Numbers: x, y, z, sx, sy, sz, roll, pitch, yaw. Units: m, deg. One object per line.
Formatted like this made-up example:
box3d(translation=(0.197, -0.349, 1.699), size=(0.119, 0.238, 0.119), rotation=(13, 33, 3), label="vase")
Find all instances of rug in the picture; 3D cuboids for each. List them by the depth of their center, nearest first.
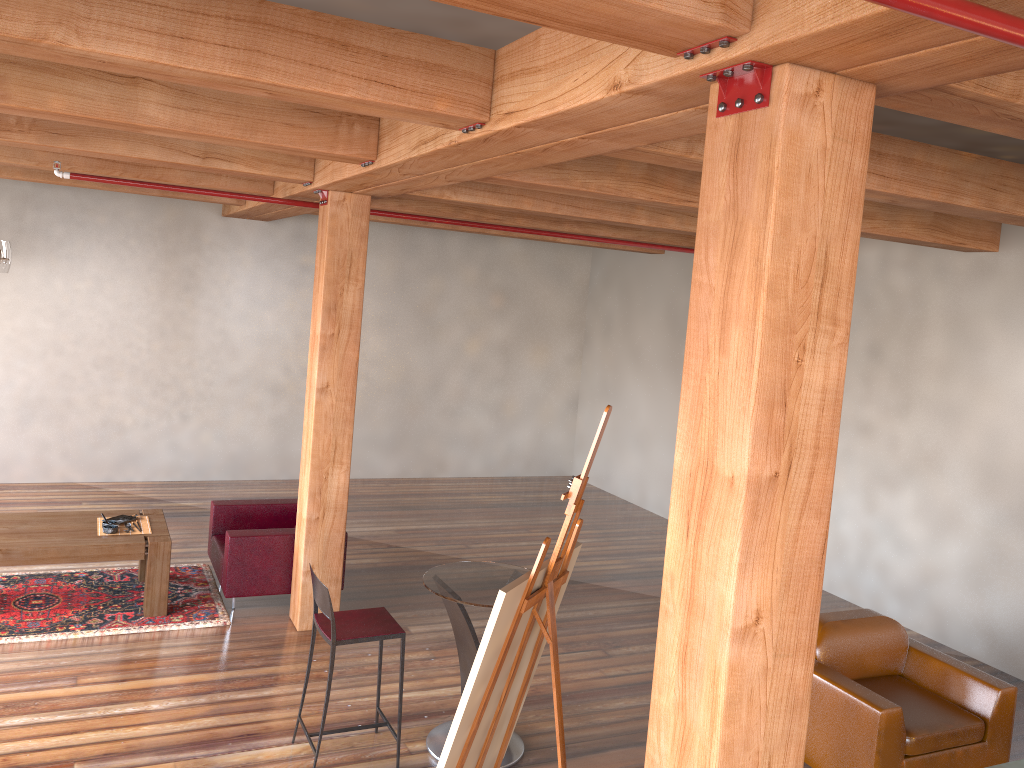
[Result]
box3d(translation=(-3.374, 1.562, 6.298), size=(2.460, 0.009, 1.349), rotation=(2, 6, -26), label="rug")

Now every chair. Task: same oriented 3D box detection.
box3d(translation=(-0.833, 1.463, 4.611), size=(0.466, 0.979, 0.431), rotation=(3, 4, -26), label="chair")
box3d(translation=(2.136, 1.798, 5.048), size=(1.063, 0.733, 0.834), rotation=(3, 5, -26), label="chair")
box3d(translation=(-1.872, 1.325, 6.963), size=(0.865, 0.591, 1.075), rotation=(3, 6, -26), label="chair")

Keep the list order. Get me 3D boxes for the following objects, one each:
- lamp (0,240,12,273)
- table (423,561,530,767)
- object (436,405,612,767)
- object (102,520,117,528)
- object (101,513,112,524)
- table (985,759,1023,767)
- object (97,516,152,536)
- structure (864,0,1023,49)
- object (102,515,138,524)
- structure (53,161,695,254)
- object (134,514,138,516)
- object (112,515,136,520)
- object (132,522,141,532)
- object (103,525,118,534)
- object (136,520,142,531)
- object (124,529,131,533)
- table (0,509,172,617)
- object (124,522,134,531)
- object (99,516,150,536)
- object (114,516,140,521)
box3d(translation=(-4.117, -1.254, 6.500), size=(0.810, 0.813, 0.811), rotation=(6, 5, 15), label="lamp")
box3d(translation=(-0.163, 1.533, 4.839), size=(0.721, 0.922, 0.724), rotation=(5, 4, -1), label="table")
box3d(translation=(0.018, 1.105, 3.129), size=(0.686, 2.135, 0.702), rotation=(6, 4, 24), label="object")
box3d(translation=(-2.904, 1.018, 6.392), size=(0.099, 0.043, 0.099), rotation=(6, 6, 12), label="object")
box3d(translation=(-2.927, 0.987, 6.405), size=(0.138, 0.079, 0.045), rotation=(8, 5, 29), label="object")
box3d(translation=(2.651, 2.116, 3.213), size=(0.938, 0.558, 1.879), rotation=(2, 6, -26), label="table")
box3d(translation=(-2.842, 1.036, 6.488), size=(0.352, 0.001, 0.471), rotation=(2, 6, -26), label="object")
box3d(translation=(2.403, -0.615, 2.317), size=(6.802, 0.111, 0.051), rotation=(2, 5, -26), label="structure")
box3d(translation=(-2.911, 1.011, 6.581), size=(0.154, 0.018, 0.213), rotation=(7, 6, 19), label="object")
box3d(translation=(-0.089, -1.363, 7.554), size=(6.802, 0.111, 0.051), rotation=(2, 5, -26), label="structure")
box3d(translation=(-2.839, 1.003, 6.700), size=(0.018, 0.021, 0.059), rotation=(1, 6, -39), label="object")
box3d(translation=(-2.917, 0.998, 6.582), size=(0.007, 0.008, 0.270), rotation=(7, 6, 30), label="object")
box3d(translation=(-2.739, 1.043, 6.463), size=(0.007, 0.008, 0.271), rotation=(2, 7, -36), label="object")
box3d(translation=(-2.851, 1.033, 6.287), size=(0.099, 0.043, 0.099), rotation=(5, 5, 0), label="object")
box3d(translation=(-2.738, 1.039, 6.504), size=(0.007, 0.008, 0.271), rotation=(2, 6, -30), label="object")
box3d(translation=(-2.745, 1.050, 6.323), size=(0.018, 0.021, 0.059), rotation=(6, 6, 16), label="object")
box3d(translation=(-3.389, 1.291, 6.256), size=(1.748, 0.548, 0.904), rotation=(2, 6, -26), label="table")
box3d(translation=(-2.766, 1.034, 6.412), size=(0.045, 0.030, 0.154), rotation=(1, 7, -41), label="object")
box3d(translation=(-2.841, 1.036, 6.488), size=(0.331, 0.003, 0.473), rotation=(2, 6, -26), label="object")
box3d(translation=(-2.890, 1.001, 6.574), size=(0.007, 0.008, 0.270), rotation=(8, 7, 38), label="object")
